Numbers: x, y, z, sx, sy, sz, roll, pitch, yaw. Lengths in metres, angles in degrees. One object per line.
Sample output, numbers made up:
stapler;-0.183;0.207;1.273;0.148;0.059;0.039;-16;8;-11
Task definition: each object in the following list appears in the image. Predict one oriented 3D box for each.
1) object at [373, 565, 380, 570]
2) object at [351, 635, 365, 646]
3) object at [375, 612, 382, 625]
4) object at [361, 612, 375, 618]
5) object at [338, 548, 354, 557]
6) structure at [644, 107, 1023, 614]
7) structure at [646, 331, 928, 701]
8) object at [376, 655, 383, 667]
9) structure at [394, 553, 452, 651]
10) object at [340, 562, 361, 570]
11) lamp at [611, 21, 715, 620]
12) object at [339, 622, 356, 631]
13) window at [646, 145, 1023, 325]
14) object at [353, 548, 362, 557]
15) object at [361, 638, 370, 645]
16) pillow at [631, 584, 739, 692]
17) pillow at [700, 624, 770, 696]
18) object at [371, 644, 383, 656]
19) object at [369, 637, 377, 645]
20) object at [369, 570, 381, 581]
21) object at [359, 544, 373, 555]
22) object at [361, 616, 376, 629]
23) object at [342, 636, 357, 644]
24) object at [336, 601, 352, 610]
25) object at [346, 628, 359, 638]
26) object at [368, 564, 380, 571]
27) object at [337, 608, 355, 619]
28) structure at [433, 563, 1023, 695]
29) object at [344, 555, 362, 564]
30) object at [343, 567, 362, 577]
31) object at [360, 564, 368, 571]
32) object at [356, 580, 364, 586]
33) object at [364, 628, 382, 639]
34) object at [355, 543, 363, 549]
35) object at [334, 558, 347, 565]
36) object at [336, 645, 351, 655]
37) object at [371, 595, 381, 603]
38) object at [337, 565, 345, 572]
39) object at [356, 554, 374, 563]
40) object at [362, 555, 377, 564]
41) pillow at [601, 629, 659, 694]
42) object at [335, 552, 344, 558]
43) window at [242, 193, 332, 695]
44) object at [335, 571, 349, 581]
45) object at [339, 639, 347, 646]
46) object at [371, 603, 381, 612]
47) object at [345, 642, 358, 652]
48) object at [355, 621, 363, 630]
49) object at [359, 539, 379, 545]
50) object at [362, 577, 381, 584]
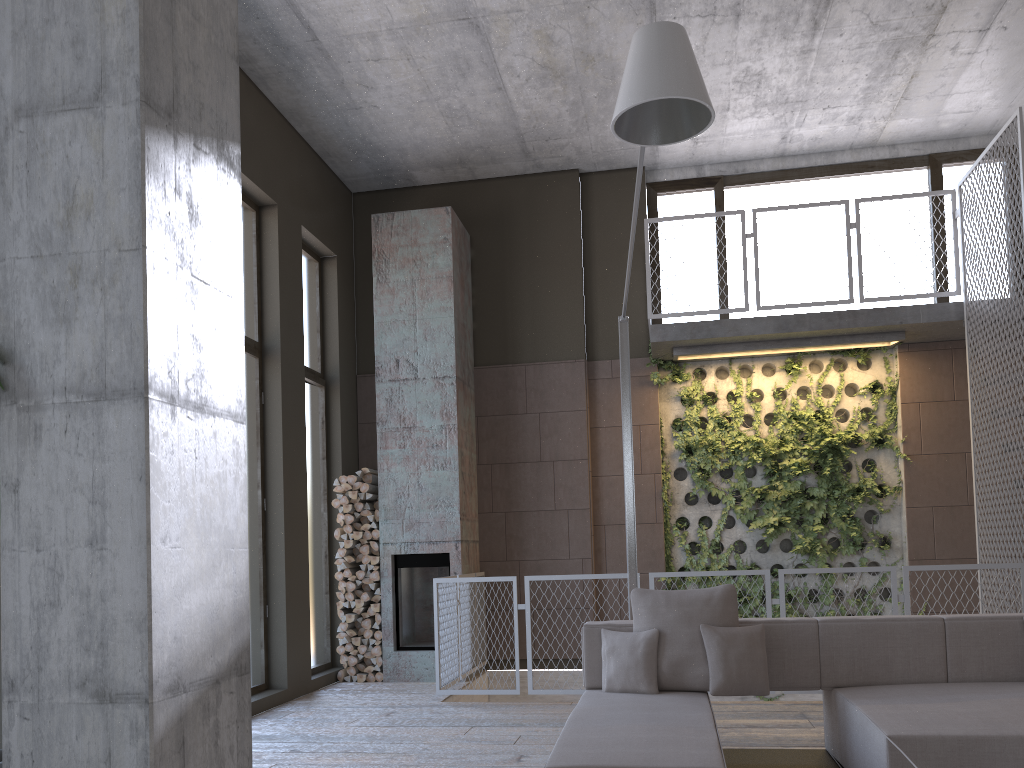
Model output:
object;-1.289;1.788;8.538;0.063;0.047;0.254;-3;-11;9
object;-1.451;2.516;8.650;0.093;0.082;0.487;-3;-11;10
object;-1.246;2.288;8.585;0.064;0.123;0.369;-3;-10;11
object;-1.382;2.262;8.610;0.089;0.056;0.337;-3;-11;10
object;-1.594;1.668;8.689;0.091;0.088;0.462;-3;-11;11
structure;3.043;0.424;7.380;3.688;4.268;3.071;-3;-5;10
structure;2.677;1.231;8.561;2.631;3.781;1.013;-3;-3;10
object;-1.233;2.686;8.569;0.064;0.123;0.369;-3;-10;11
structure;-0.838;2.093;8.434;0.577;0.918;0.057;-3;-2;10
object;-1.577;1.780;8.610;0.071;0.071;0.429;-3;-11;10
lamp;0.804;0.391;4.840;0.756;3.384;2.663;-2;-6;-3
object;-1.571;2.377;8.660;0.091;0.088;0.462;-3;-11;11
window;3.188;-1.328;8.836;3.570;1.733;0.110;-3;-3;10
object;-1.489;1.679;8.756;0.104;0.101;0.296;-3;-10;10
object;-1.376;2.521;8.638;0.067;0.066;0.429;-3;-11;10
pillow;0.908;1.337;4.616;0.564;0.551;0.223;-3;-4;12
pillow;1.147;1.404;4.464;0.376;0.368;0.171;0;-4;-17
object;-1.271;2.571;8.508;0.101;0.101;0.297;-3;-10;9
object;-1.296;2.514;8.624;0.067;0.066;0.429;-3;-11;10
object;-1.294;1.863;8.537;0.101;0.101;0.297;-3;-10;9
object;-1.402;1.622;8.605;0.098;0.105;0.298;-3;-10;9
object;-1.379;2.330;8.576;0.098;0.105;0.298;-3;-10;9
object;-1.555;2.489;8.582;0.071;0.071;0.429;-3;-11;10
object;-1.629;2.183;8.718;0.080;0.105;0.443;-3;-10;9
object;-1.515;2.452;8.688;0.115;0.078;0.442;-3;-11;10
object;-1.319;1.805;8.653;0.067;0.066;0.429;-3;-11;10
object;-1.637;2.286;8.726;0.070;0.116;0.370;-3;-10;9
structure;1.718;2.073;7.645;4.433;0.923;1.955;-4;-9;10
object;-1.537;1.744;8.717;0.115;0.078;0.442;-3;-11;10
object;-1.551;1.869;8.710;0.091;0.088;0.462;-3;-11;10
object;-1.398;1.813;8.667;0.067;0.066;0.429;-3;-11;10
object;-1.457;1.951;8.661;0.064;0.073;0.365;-3;-11;8
object;-1.341;2.441;8.641;0.092;0.092;0.444;-3;-11;10
object;-1.458;1.601;8.673;0.064;0.073;0.364;-3;-11;11
object;-1.640;1.758;8.696;0.122;0.067;0.369;-3;-11;9
object;-1.614;2.611;8.691;0.092;0.091;0.444;-3;-11;10
object;-1.269;2.111;8.655;0.115;0.078;0.442;-3;-11;9
object;-1.621;1.832;8.702;0.067;0.084;0.431;-3;-11;12
object;-1.435;1.727;8.710;0.101;0.085;0.368;-3;-10;10
object;-1.363;1.732;8.670;0.092;0.092;0.444;-3;-11;10
pillow;0.617;1.477;4.632;0.372;0.372;0.151;-8;-7;43
object;-1.647;1.696;8.727;0.067;0.070;0.429;-3;-11;11
window;-2.648;-0.065;4.332;0.210;4.105;9.347;-2;-9;8
object;-1.636;1.903;8.720;0.092;0.091;0.444;-3;-11;10
object;-1.598;2.540;8.673;0.067;0.084;0.431;-3;-11;12
object;-1.263;2.185;8.627;0.093;0.082;0.487;-3;-11;10
object;-1.529;2.578;8.681;0.091;0.088;0.462;-3;-11;10
object;-1.466;2.388;8.727;0.104;0.101;0.296;-3;-10;10
object;-1.404;1.553;8.639;0.089;0.056;0.337;-3;-11;10
object;-1.358;1.931;8.639;0.122;0.067;0.369;-3;-11;11
